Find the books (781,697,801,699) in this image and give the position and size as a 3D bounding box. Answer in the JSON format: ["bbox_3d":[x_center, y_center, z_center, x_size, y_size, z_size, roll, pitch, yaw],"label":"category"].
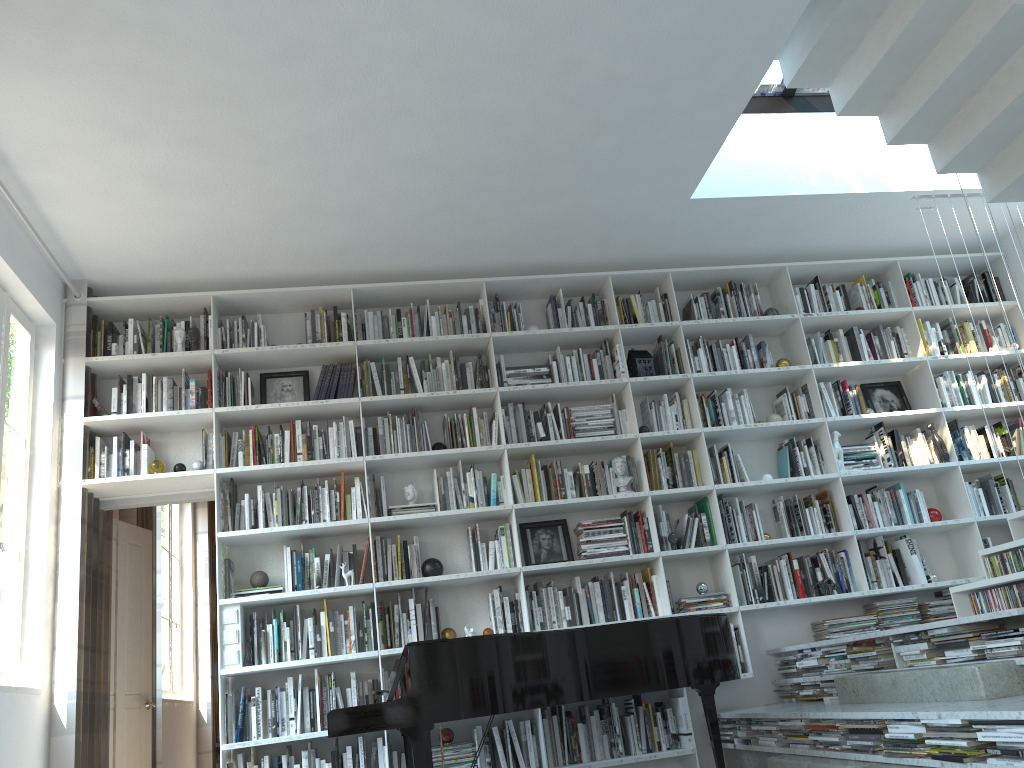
[{"bbox_3d":[1.712,1.857,5.266,0.144,0.005,0.258,-6,-19,-5],"label":"books"}]

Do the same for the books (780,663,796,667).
[{"bbox_3d":[1.737,1.669,5.301,0.145,0.008,0.299,-4,-20,-11],"label":"books"}]

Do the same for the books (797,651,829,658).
[{"bbox_3d":[1.765,1.531,5.041,0.163,0.018,0.291,-4,-20,-11],"label":"books"}]

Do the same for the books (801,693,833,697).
[{"bbox_3d":[1.756,1.739,4.979,0.160,0.014,0.269,-4,-20,-11],"label":"books"}]

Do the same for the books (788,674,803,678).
[{"bbox_3d":[1.749,1.730,5.280,0.134,0.014,0.182,-3,-20,-13],"label":"books"}]

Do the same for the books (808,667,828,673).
[{"bbox_3d":[1.790,1.610,5.016,0.131,0.021,0.241,-5,-20,-8],"label":"books"}]

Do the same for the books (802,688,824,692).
[{"bbox_3d":[1.753,1.713,4.988,0.159,0.009,0.229,-4,-20,-9],"label":"books"}]

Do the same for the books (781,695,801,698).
[{"bbox_3d":[1.720,1.848,5.271,0.147,0.014,0.293,-4,-20,-10],"label":"books"}]

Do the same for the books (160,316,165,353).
[{"bbox_3d":[-2.145,-0.251,5.460,0.014,0.303,0.146,-4,-19,-10],"label":"books"}]

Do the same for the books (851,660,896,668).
[{"bbox_3d":[1.851,1.405,4.461,0.177,0.014,0.248,-3,-20,-12],"label":"books"}]

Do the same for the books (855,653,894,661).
[{"bbox_3d":[1.857,1.373,4.474,0.159,0.018,0.203,-3,-20,-12],"label":"books"}]

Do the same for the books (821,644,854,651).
[{"bbox_3d":[1.798,1.410,4.762,0.165,0.015,0.244,-2,-20,-15],"label":"books"}]

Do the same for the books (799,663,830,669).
[{"bbox_3d":[1.770,1.589,5.021,0.163,0.008,0.296,-3,-20,-12],"label":"books"}]

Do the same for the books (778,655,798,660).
[{"bbox_3d":[1.721,1.629,5.313,0.159,0.011,0.247,-3,-20,-13],"label":"books"}]

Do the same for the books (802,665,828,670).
[{"bbox_3d":[1.775,1.597,5.019,0.152,0.009,0.260,-3,-20,-13],"label":"books"}]

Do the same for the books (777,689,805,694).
[{"bbox_3d":[1.709,1.825,5.277,0.158,0.012,0.280,-4,-20,-11],"label":"books"}]

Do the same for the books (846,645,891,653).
[{"bbox_3d":[1.839,1.335,4.485,0.187,0.009,0.262,-4,-20,-11],"label":"books"}]

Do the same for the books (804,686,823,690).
[{"bbox_3d":[1.757,1.700,4.994,0.137,0.018,0.201,-3,-20,-14],"label":"books"}]

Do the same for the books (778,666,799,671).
[{"bbox_3d":[1.725,1.687,5.292,0.179,0.012,0.262,-4,-20,-10],"label":"books"}]

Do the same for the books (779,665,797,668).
[{"bbox_3d":[1.731,1.677,5.297,0.156,0.009,0.288,-3,-20,-12],"label":"books"}]

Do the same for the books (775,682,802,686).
[{"bbox_3d":[1.694,1.783,5.290,0.174,0.009,0.241,-5,-20,-8],"label":"books"}]

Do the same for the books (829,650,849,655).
[{"bbox_3d":[1.813,1.432,4.756,0.160,0.010,0.180,-4,-20,-10],"label":"books"}]

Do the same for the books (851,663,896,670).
[{"bbox_3d":[1.846,1.417,4.456,0.182,0.011,0.254,-5,-19,-6],"label":"books"}]

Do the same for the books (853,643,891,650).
[{"bbox_3d":[1.864,1.323,4.493,0.128,0.013,0.297,-3,-20,-12],"label":"books"}]

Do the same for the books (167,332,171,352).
[{"bbox_3d":[-2.091,-0.200,5.449,0.024,0.186,0.160,-4,-19,-10],"label":"books"}]

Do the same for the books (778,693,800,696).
[{"bbox_3d":[1.707,1.836,5.273,0.170,0.012,0.216,-4,-20,-10],"label":"books"}]

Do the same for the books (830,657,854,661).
[{"bbox_3d":[1.822,1.462,4.746,0.150,0.013,0.216,-4,-20,-10],"label":"books"}]

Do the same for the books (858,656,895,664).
[{"bbox_3d":[1.871,1.389,4.470,0.138,0.017,0.238,-4,-20,-11],"label":"books"}]

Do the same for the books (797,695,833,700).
[{"bbox_3d":[1.740,1.751,4.972,0.187,0.009,0.262,-5,-19,-7],"label":"books"}]

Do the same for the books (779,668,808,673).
[{"bbox_3d":[1.723,1.701,5.287,0.175,0.017,0.266,-5,-19,-7],"label":"books"}]

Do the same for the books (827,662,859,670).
[{"bbox_3d":[1.812,1.497,4.732,0.164,0.023,0.243,-5,-19,-6],"label":"books"}]

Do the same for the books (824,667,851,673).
[{"bbox_3d":[1.806,1.514,4.725,0.190,0.012,0.236,-3,-20,-12],"label":"books"}]

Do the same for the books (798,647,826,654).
[{"bbox_3d":[1.752,1.508,5.048,0.171,0.020,0.194,-2,-20,-15],"label":"books"}]

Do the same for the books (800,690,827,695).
[{"bbox_3d":[1.742,1.726,4.982,0.180,0.016,0.183,-3,-20,-13],"label":"books"}]

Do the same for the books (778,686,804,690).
[{"bbox_3d":[1.701,1.804,5.283,0.159,0.009,0.211,-5,-19,-6],"label":"books"}]

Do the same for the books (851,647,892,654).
[{"bbox_3d":[1.847,1.344,4.483,0.161,0.012,0.255,-5,-19,-6],"label":"books"}]

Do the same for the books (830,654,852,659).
[{"bbox_3d":[1.818,1.450,4.750,0.144,0.013,0.221,-5,-19,-7],"label":"books"}]

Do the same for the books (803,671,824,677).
[{"bbox_3d":[1.774,1.629,5.007,0.173,0.016,0.234,-4,-20,-11],"label":"books"}]

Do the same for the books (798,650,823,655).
[{"bbox_3d":[1.765,1.519,5.045,0.159,0.007,0.286,-4,-20,-11],"label":"books"}]

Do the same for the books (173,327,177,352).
[{"bbox_3d":[-2.059,-0.219,5.467,0.021,0.225,0.157,-4,-19,-10],"label":"books"}]

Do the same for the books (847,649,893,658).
[{"bbox_3d":[1.846,1.358,4.478,0.179,0.017,0.294,-4,-20,-9],"label":"books"}]

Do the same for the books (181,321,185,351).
[{"bbox_3d":[-2.015,-0.236,5.477,0.021,0.252,0.180,-4,-19,-10],"label":"books"}]

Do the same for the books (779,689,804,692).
[{"bbox_3d":[1.705,1.817,5.279,0.152,0.005,0.243,-5,-19,-6],"label":"books"}]

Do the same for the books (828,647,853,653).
[{"bbox_3d":[1.812,1.422,4.759,0.149,0.013,0.221,-5,-19,-7],"label":"books"}]

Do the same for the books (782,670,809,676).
[{"bbox_3d":[1.734,1.716,5.283,0.163,0.017,0.233,-5,-20,-8],"label":"books"}]

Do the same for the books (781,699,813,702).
[{"bbox_3d":[1.713,1.868,5.262,0.163,0.019,0.188,-4,-20,-11],"label":"books"}]

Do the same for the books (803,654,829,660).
[{"bbox_3d":[1.768,1.545,5.036,0.143,0.012,0.265,-6,-19,-5],"label":"books"}]

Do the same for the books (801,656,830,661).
[{"bbox_3d":[1.763,1.554,5.032,0.171,0.007,0.207,-5,-20,-8],"label":"books"}]

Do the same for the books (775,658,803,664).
[{"bbox_3d":[1.714,1.649,5.304,0.171,0.015,0.254,-2,-20,-15],"label":"books"}]

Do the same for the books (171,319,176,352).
[{"bbox_3d":[-2.079,-0.240,5.473,0.013,0.274,0.159,-4,-19,-10],"label":"books"}]

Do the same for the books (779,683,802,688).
[{"bbox_3d":[1.701,1.793,5.287,0.152,0.015,0.208,-6,-19,-5],"label":"books"}]

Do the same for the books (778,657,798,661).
[{"bbox_3d":[1.723,1.638,5.310,0.167,0.008,0.235,-4,-20,-11],"label":"books"}]

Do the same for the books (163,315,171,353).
[{"bbox_3d":[-2.126,-0.254,5.475,0.029,0.313,0.129,-4,-19,-10],"label":"books"}]

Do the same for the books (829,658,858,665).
[{"bbox_3d":[1.820,1.477,4.741,0.154,0.018,0.221,-4,-20,-11],"label":"books"}]

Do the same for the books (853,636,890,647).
[{"bbox_3d":[1.850,1.304,4.498,0.139,0.028,0.263,-6,-19,-5],"label":"books"}]

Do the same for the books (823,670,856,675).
[{"bbox_3d":[1.812,1.525,4.722,0.183,0.012,0.297,-4,-20,-11],"label":"books"}]

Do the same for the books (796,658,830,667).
[{"bbox_3d":[1.754,1.572,5.024,0.189,0.029,0.238,-3,-20,-13],"label":"books"}]

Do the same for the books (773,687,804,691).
[{"bbox_3d":[1.694,1.812,5.279,0.184,0.006,0.263,-4,-20,-9],"label":"books"}]

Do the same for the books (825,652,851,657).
[{"bbox_3d":[1.809,1.441,4.752,0.167,0.008,0.235,-4,-20,-11],"label":"books"}]
